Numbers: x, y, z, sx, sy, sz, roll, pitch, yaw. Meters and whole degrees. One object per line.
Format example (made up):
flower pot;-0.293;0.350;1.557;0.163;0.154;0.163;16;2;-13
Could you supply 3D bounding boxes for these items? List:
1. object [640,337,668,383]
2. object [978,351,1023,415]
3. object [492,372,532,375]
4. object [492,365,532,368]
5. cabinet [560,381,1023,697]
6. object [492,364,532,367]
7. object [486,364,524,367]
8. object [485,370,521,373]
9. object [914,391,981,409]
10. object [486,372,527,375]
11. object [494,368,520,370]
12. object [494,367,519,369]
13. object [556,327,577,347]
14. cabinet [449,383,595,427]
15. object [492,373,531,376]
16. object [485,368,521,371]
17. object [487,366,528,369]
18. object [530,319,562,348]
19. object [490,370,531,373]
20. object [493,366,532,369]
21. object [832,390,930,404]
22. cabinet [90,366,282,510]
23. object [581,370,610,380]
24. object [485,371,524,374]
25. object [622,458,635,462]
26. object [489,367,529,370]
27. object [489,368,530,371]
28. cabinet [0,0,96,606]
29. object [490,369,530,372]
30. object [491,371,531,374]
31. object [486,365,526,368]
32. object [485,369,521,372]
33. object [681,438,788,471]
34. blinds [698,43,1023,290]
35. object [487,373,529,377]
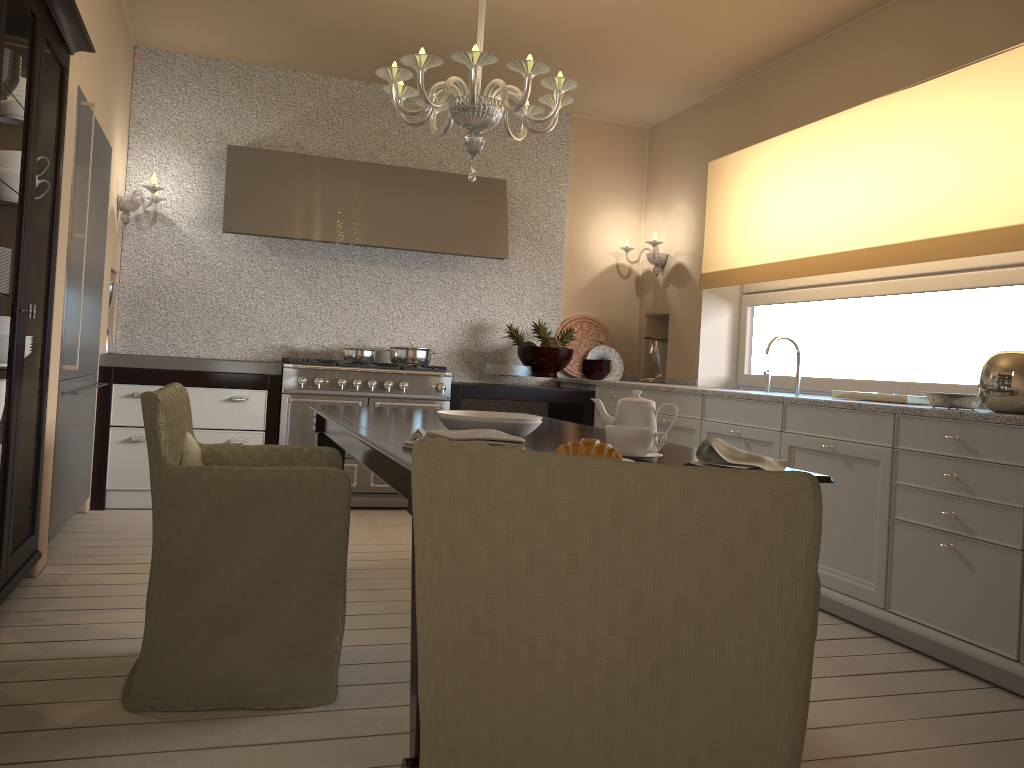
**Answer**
object;1.074;-0.153;5.960;0.390;0.306;0.382;3;0;-18
object;1.581;-0.003;2.753;0.235;0.196;0.235;3;0;-2
object;-0.022;-0.061;5.336;0.278;0.011;0.278;3;1;-31
object;-0.020;-0.103;5.337;0.278;0.011;0.278;3;1;-31
cabinet;1.295;0.453;4.090;0.846;0.771;4.224;3;1;-18
object;-0.019;-0.108;5.337;0.278;0.011;0.278;3;1;-31
object;-0.020;-0.105;5.337;0.278;0.011;0.278;3;1;-31
object;-0.022;-0.069;5.336;0.278;0.011;0.278;3;1;-31
object;1.458;0.056;2.922;0.197;0.048;0.153;3;1;-18
object;-0.022;-0.058;5.336;0.278;0.011;0.278;3;1;-31
object;-0.021;-0.086;5.337;0.278;0.011;0.278;3;1;-31
object;-0.020;-0.092;5.337;0.278;0.011;0.278;3;1;-31
object;0.299;-0.240;5.657;0.275;0.285;0.138;3;0;-33
cabinet;-0.039;0.371;5.468;0.895;0.725;0.600;3;0;-18
object;-0.022;-0.055;5.335;0.278;0.011;0.278;3;1;-31
object;-0.021;-0.081;5.337;0.278;0.011;0.278;3;1;-31
object;-0.020;-0.094;5.337;0.278;0.011;0.278;3;1;-31
object;0.208;-0.276;5.523;0.160;0.278;0.269;4;0;-37
object;-0.021;-0.072;5.336;0.278;0.011;0.278;3;1;-31
object;-0.020;-0.097;5.337;0.278;0.011;0.278;3;1;-31
object;1.520;0.055;3.549;0.240;0.030;0.429;3;1;-18
cabinet;-1.771;0.284;4.877;0.895;0.725;0.637;3;0;-18
object;0.517;-0.053;5.502;0.180;0.063;0.180;2;1;-41
object;-0.022;-0.063;5.336;0.278;0.011;0.278;3;1;-31
object;0.159;0.163;1.852;0.194;0.014;0.194;2;2;-43
object;-0.020;-0.089;5.336;0.278;0.011;0.278;3;1;-31
object;-0.021;-0.083;5.338;0.278;0.011;0.278;3;1;-31
cabinet;-1.617;-0.279;1.939;0.887;1.841;2.490;3;0;-18
object;-0.022;-0.077;5.337;0.278;0.011;0.278;3;1;-31
object;-0.022;-0.066;5.336;0.278;0.011;0.278;3;1;-31
object;-0.020;-0.100;5.336;0.278;0.011;0.278;3;1;-31
object;-0.021;-0.075;5.337;0.278;0.011;0.278;3;1;-31
object;0.504;0.156;1.961;0.197;0.063;0.204;4;1;34
blinds;1.728;-0.895;3.715;0.022;0.782;3.551;4;1;-19
object;-0.023;-0.053;5.336;0.278;0.011;0.278;3;1;-31
